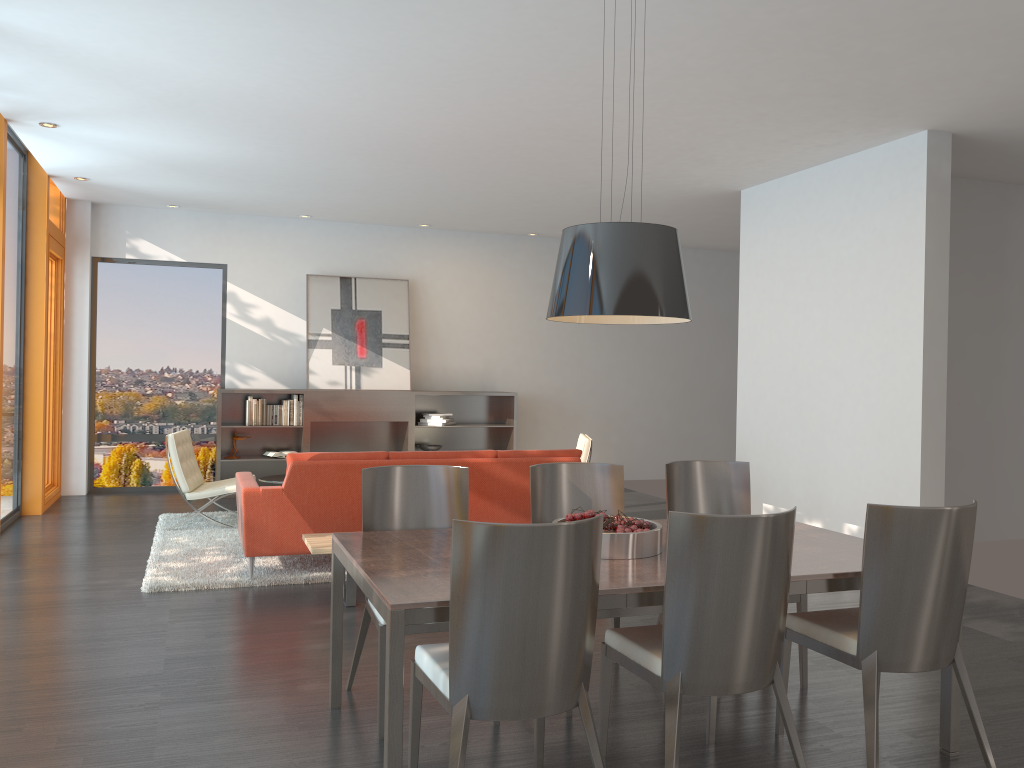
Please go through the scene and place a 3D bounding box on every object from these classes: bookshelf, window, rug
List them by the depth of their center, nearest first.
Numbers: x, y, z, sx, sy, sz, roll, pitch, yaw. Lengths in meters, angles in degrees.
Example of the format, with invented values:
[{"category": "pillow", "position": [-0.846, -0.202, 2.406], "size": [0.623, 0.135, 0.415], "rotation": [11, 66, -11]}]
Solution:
[{"category": "window", "position": [-4.193, -0.451, 7.255], "size": [0.070, 3.346, 1.844], "rotation": [1, 0, -20]}, {"category": "rug", "position": [-0.975, 1.276, 7.479], "size": [3.772, 0.043, 2.984], "rotation": [1, 1, -20]}, {"category": "window", "position": [-4.644, -0.476, 8.804], "size": [0.211, 3.346, 1.156], "rotation": [1, 0, -20]}, {"category": "window", "position": [-3.945, -0.472, 9.934], "size": [1.409, 3.340, 0.065], "rotation": [1, 0, -20]}, {"category": "bookshelf", "position": [-1.636, 0.657, 10.264], "size": [3.387, 1.163, 0.570], "rotation": [1, 0, -20]}]

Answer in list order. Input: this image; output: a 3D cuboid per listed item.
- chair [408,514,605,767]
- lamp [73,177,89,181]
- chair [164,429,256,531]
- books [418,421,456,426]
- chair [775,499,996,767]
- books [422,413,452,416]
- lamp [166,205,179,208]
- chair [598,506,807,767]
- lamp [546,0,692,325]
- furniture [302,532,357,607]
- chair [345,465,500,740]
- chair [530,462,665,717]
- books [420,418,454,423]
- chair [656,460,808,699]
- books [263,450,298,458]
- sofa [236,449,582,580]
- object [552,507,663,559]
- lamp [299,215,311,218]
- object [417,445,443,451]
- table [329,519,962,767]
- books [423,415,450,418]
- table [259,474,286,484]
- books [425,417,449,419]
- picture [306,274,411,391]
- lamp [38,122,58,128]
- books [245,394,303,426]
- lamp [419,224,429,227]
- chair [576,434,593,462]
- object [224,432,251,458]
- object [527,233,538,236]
[{"category": "chair", "position": [-0.012, 0.869, 2.766], "size": [0.548, 0.968, 0.614], "rotation": [1, 0, -20]}, {"category": "lamp", "position": [-4.055, -1.929, 8.343], "size": [0.129, 0.010, 0.129], "rotation": [1, 1, 25]}, {"category": "chair", "position": [-2.633, 0.825, 7.733], "size": [0.707, 0.817, 0.700], "rotation": [1, 0, -10]}, {"category": "books", "position": [-0.884, 0.465, 10.446], "size": [0.314, 0.038, 0.398], "rotation": [1, 1, 20]}, {"category": "chair", "position": [1.366, 0.890, 3.257], "size": [0.548, 0.968, 0.614], "rotation": [1, 0, -20]}, {"category": "books", "position": [-0.882, 0.358, 10.445], "size": [0.300, 0.020, 0.210], "rotation": [1, 1, -30]}, {"category": "lamp", "position": [-3.700, -1.937, 9.666], "size": [0.129, 0.010, 0.129], "rotation": [1, 1, 25]}, {"category": "chair", "position": [0.645, 0.879, 3.000], "size": [0.548, 0.968, 0.614], "rotation": [1, 0, -20]}, {"category": "lamp", "position": [0.430, -1.039, 3.462], "size": [0.567, 1.580, 0.567], "rotation": [1, 0, 10]}, {"category": "furniture", "position": [-0.290, 1.136, 5.659], "size": [2.005, 0.357, 0.492], "rotation": [1, 1, -20]}, {"category": "chair", "position": [-0.369, 0.852, 3.700], "size": [0.548, 0.968, 0.614], "rotation": [1, 0, -20]}, {"category": "chair", "position": [0.352, 0.863, 3.957], "size": [0.548, 0.968, 0.614], "rotation": [1, 0, -20]}, {"category": "books", "position": [-0.884, 0.427, 10.446], "size": [0.314, 0.038, 0.398], "rotation": [1, 1, 10]}, {"category": "chair", "position": [1.010, 0.873, 4.191], "size": [0.548, 0.968, 0.614], "rotation": [1, 0, -20]}, {"category": "books", "position": [-2.560, 0.785, 9.855], "size": [0.336, 0.064, 0.234], "rotation": [1, 1, -40]}, {"category": "sofa", "position": [-0.631, 0.874, 6.436], "size": [2.597, 0.852, 1.038], "rotation": [1, 0, -20]}, {"category": "object", "position": [0.371, 0.563, 3.460], "size": [0.427, 0.154, 0.427], "rotation": [1, 1, 24]}, {"category": "lamp", "position": [-2.369, -1.916, 10.140], "size": [0.129, 0.010, 0.129], "rotation": [1, 1, 25]}, {"category": "object", "position": [-0.963, 0.783, 10.419], "size": [0.309, 0.117, 0.309], "rotation": [1, 1, 14]}, {"category": "table", "position": [0.458, 1.024, 3.479], "size": [2.151, 0.764, 1.172], "rotation": [1, 1, -20]}, {"category": "books", "position": [-0.883, 0.378, 10.446], "size": [0.210, 0.020, 0.300], "rotation": [1, 1, 20]}, {"category": "table", "position": [-1.192, 1.044, 7.790], "size": [1.999, 0.464, 0.948], "rotation": [1, 1, -19]}, {"category": "books", "position": [-0.883, 0.398, 10.446], "size": [0.210, 0.020, 0.300], "rotation": [1, 1, 10]}, {"category": "picture", "position": [-1.785, -0.593, 10.358], "size": [1.208, 1.338, 0.269], "rotation": [1, 0, -20]}, {"category": "lamp", "position": [-3.398, -1.896, 6.497], "size": [0.129, 0.010, 0.129], "rotation": [1, 1, 25]}, {"category": "books", "position": [-2.632, 0.281, 9.804], "size": [0.592, 0.339, 0.324], "rotation": [1, 0, -20]}, {"category": "lamp", "position": [-1.052, -1.896, 10.609], "size": [0.129, 0.010, 0.129], "rotation": [1, 1, 25]}, {"category": "chair", "position": [0.398, 0.879, 8.149], "size": [0.707, 0.817, 0.700], "rotation": [1, 0, 0]}, {"category": "object", "position": [-3.015, 0.666, 9.727], "size": [0.245, 0.290, 0.201], "rotation": [1, 0, 0]}, {"category": "object", "position": [0.258, -1.877, 11.143], "size": [0.129, 0.010, 0.129], "rotation": [1, 1, 25]}]
